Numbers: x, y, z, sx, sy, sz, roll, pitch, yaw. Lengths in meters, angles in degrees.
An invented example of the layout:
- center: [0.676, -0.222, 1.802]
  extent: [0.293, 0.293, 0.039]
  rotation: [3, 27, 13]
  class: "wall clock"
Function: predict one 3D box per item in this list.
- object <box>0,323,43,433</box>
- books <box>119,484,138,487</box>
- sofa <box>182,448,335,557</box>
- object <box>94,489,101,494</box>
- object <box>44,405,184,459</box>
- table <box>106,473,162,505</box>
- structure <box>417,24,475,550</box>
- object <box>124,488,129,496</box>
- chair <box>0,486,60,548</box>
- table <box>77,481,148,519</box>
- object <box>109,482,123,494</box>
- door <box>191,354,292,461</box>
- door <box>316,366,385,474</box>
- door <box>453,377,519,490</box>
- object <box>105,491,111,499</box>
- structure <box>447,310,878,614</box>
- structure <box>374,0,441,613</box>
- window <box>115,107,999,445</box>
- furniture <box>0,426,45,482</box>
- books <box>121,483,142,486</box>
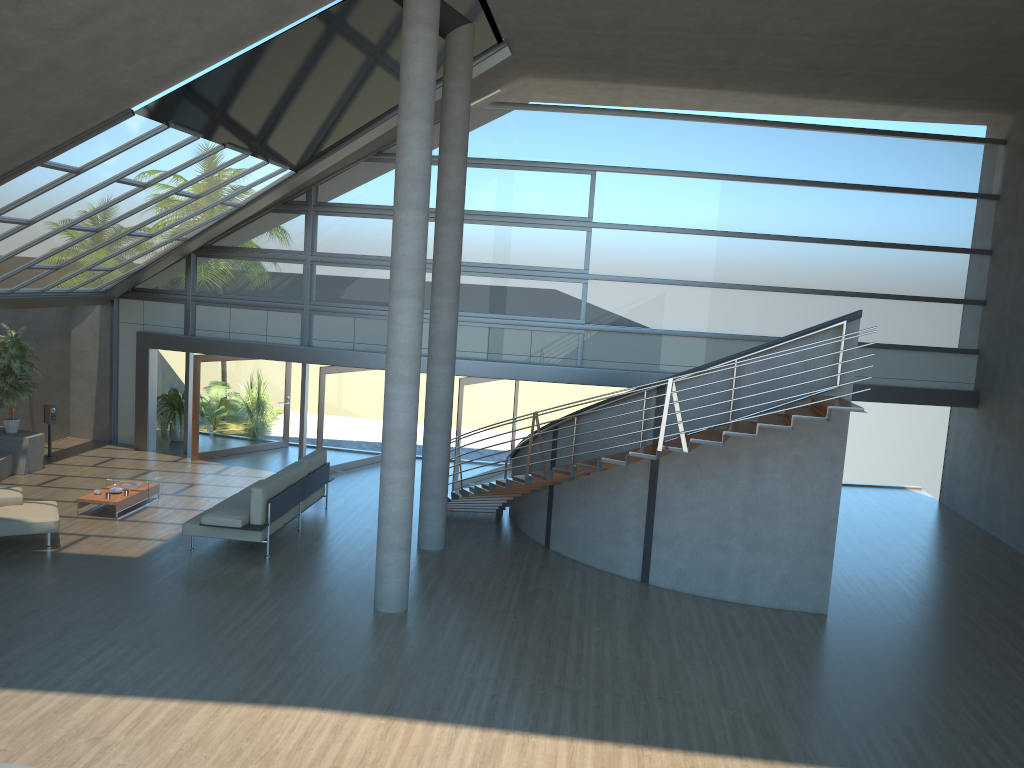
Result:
- center: [-8.394, -0.100, 14.862]
  extent: [0.932, 1.857, 0.895]
  rotation: [-1, 8, -36]
  class: "object"
- center: [-5.801, 1.534, 13.442]
  extent: [0.275, 0.005, 0.189]
  rotation: [2, 7, -14]
  class: "books"
- center: [-3.529, 1.582, 12.600]
  extent: [1.166, 0.947, 3.079]
  rotation: [4, 7, 5]
  class: "sofa"
- center: [-5.997, 1.552, 12.838]
  extent: [0.102, 0.086, 0.100]
  rotation: [5, 7, 9]
  class: "object"
- center: [-10.156, 1.008, 13.616]
  extent: [7.863, 0.982, 21.345]
  rotation: [5, 7, 9]
  class: "object"
- center: [-5.761, 1.601, 13.521]
  extent: [0.680, 0.342, 0.400]
  rotation: [4, 7, 5]
  class: "table"
- center: [-0.885, -1.290, 11.835]
  extent: [0.381, 7.125, 0.382]
  rotation: [-2, 9, -40]
  class: "structure"
- center: [-5.590, 1.568, 12.870]
  extent: [0.070, 0.101, 0.085]
  rotation: [8, 8, 33]
  class: "object"
- center: [-6.457, 1.496, 11.268]
  extent: [1.244, 1.023, 1.217]
  rotation: [0, 8, -29]
  class: "chair"
- center: [-5.806, 1.699, 13.132]
  extent: [0.600, 0.250, 1.200]
  rotation: [4, 7, 5]
  class: "table"
- center: [-5.782, 1.515, 12.950]
  extent: [0.178, 0.161, 0.178]
  rotation: [-3, 9, -43]
  class: "object"
- center: [-5.209, 0.378, 17.234]
  extent: [0.200, 1.977, 2.298]
  rotation: [8, 8, 34]
  class: "door"
- center: [-2.873, 0.596, 16.709]
  extent: [0.200, 1.977, 2.298]
  rotation: [8, 8, 29]
  class: "door"
- center: [-0.443, 0.792, 16.419]
  extent: [0.200, 1.977, 2.298]
  rotation: [7, 8, 26]
  class: "door"
- center: [-5.765, 1.584, 12.638]
  extent: [0.085, 0.101, 0.070]
  rotation: [4, 7, 4]
  class: "object"
- center: [1.141, 0.647, 11.470]
  extent: [6.809, 3.653, 2.349]
  rotation: [10, 9, 43]
  class: "structure"
- center: [-1.127, -1.033, 9.536]
  extent: [0.381, 7.125, 0.382]
  rotation: [4, 7, 5]
  class: "structure"
- center: [0.537, -1.450, 16.106]
  extent: [16.616, 6.630, 1.098]
  rotation: [4, 7, 4]
  class: "window"
- center: [-8.474, 1.240, 14.041]
  extent: [1.577, 0.610, 2.936]
  rotation: [4, 7, 5]
  class: "furniture"
- center: [-5.779, 1.526, 13.491]
  extent: [0.275, 0.005, 0.189]
  rotation: [2, 7, -11]
  class: "books"
